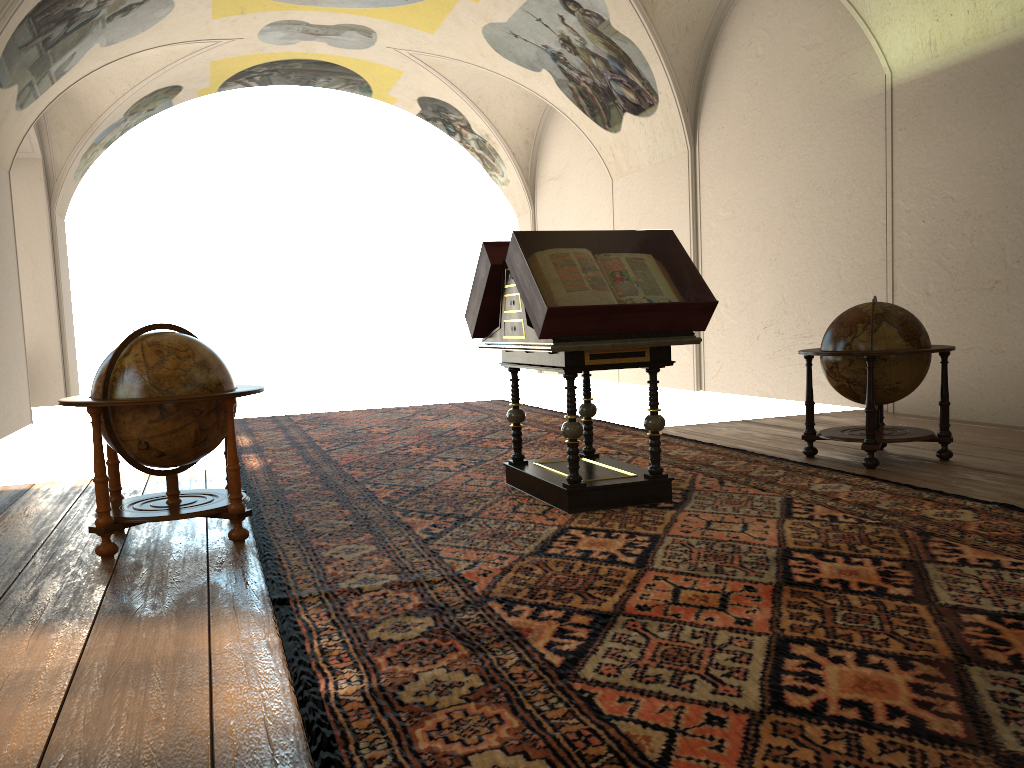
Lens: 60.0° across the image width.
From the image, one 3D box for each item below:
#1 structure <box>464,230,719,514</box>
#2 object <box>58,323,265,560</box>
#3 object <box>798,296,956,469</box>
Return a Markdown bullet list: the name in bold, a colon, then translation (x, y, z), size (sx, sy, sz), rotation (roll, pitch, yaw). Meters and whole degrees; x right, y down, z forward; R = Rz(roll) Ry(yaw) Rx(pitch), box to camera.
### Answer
- **structure**: translation (0.520, -0.123, 6.720), size (1.244, 1.984, 1.889), rotation (-4, 5, -19)
- **object**: translation (-2.303, 0.319, 5.943), size (1.279, 1.451, 1.277), rotation (-1, 5, 18)
- **object**: translation (3.207, -0.052, 7.838), size (1.279, 1.451, 1.277), rotation (0, 5, 33)
